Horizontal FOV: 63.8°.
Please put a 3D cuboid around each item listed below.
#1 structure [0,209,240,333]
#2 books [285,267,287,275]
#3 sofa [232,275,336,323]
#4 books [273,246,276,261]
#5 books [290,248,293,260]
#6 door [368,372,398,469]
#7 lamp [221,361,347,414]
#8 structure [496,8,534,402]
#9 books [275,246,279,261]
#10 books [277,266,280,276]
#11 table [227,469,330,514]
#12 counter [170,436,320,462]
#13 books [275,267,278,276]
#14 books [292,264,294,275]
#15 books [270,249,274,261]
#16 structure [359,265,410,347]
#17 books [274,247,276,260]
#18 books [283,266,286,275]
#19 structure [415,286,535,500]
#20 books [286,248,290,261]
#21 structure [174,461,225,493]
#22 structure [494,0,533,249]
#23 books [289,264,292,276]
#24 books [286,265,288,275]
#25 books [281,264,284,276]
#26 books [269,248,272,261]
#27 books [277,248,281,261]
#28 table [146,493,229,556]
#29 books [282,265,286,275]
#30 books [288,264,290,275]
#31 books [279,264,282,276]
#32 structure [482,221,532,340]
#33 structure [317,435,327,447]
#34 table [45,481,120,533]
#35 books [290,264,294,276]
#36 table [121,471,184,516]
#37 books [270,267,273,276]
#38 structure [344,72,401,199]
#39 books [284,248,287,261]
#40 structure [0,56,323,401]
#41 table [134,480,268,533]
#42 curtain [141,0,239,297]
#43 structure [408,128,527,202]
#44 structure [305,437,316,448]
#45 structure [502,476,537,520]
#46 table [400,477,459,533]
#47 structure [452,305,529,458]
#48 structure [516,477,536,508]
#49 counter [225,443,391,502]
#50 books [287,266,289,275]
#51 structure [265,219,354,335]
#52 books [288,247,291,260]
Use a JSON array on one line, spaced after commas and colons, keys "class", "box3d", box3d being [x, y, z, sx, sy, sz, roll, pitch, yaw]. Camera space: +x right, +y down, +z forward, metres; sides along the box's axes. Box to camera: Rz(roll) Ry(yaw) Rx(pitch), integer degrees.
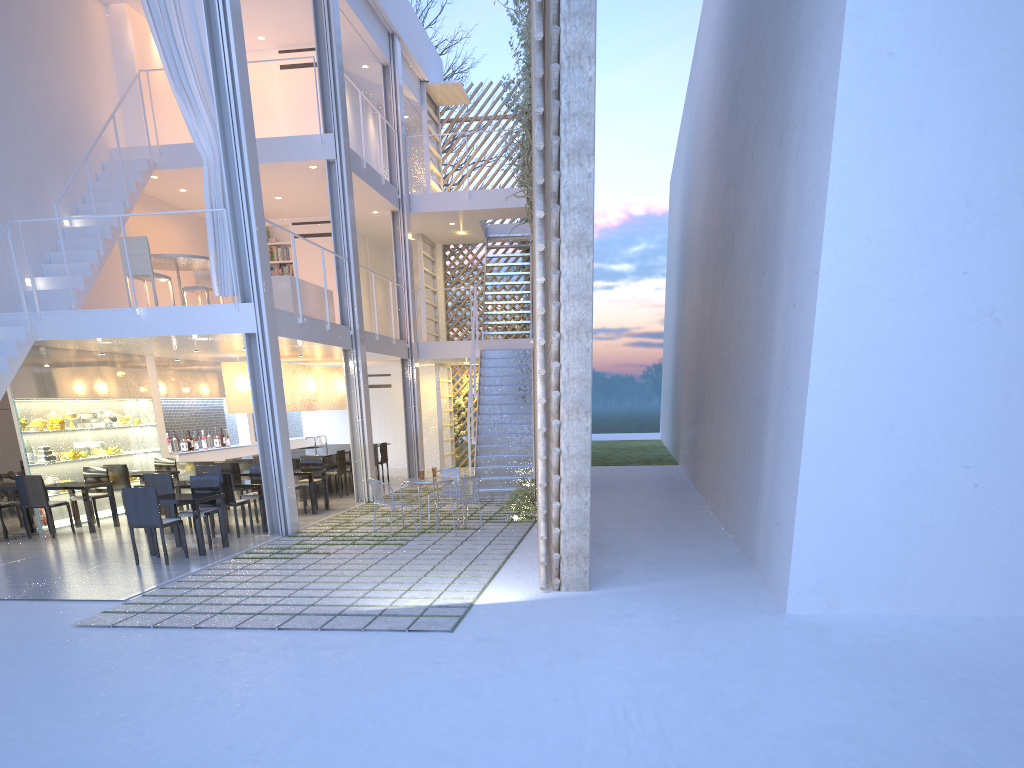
[{"class": "structure", "box3d": [-2.420, -0.089, 4.536, 1.366, 1.935, 1.322, 0, 12, 8]}, {"class": "books", "box3d": [-2.313, -1.140, 8.503, 0.018, 0.131, 0.078, 1, 13, 8]}, {"class": "sofa", "box3d": [-1.878, -0.631, 6.862, 0.500, 0.395, 0.921, 0, 2, 8]}, {"class": "books", "box3d": [-2.886, -0.536, 7.178, 0.023, 1.815, 3.314, 5, 5, 17]}, {"class": "books", "box3d": [-2.805, -0.542, 7.145, 0.038, 1.763, 3.399, 6, 5, 20]}, {"class": "door", "box3d": [-2.666, 0.460, 8.228, 0.475, 1.264, 5.200, 5, 2, 21]}, {"class": "lamp", "box3d": [-2.142, 0.049, 8.211, 0.448, 0.451, 2.161, 0, 0, 8]}, {"class": "structure", "box3d": [0.299, -1.678, 10.540, 1.118, 4.886, 3.020, 1, 13, 6]}, {"class": "books", "box3d": [-2.883, -0.537, 7.178, 0.023, 1.816, 3.320, 5, 5, 18]}, {"class": "books", "box3d": [-2.395, -1.141, 8.511, 0.015, 0.136, 0.081, 2, 13, 8]}, {"class": "table", "box3d": [-1.971, 0.868, 6.624, 0.916, 0.359, 0.325, -1, 9, 8]}, {"class": "counter", "box3d": [-2.863, 0.890, 9.179, 0.233, 0.462, 3.408, 1, 0, 8]}, {"class": "books", "box3d": [-2.413, -1.139, 8.513, 0.021, 0.133, 0.084, 1, 13, 8]}, {"class": "books", "box3d": [-2.242, -1.154, 8.490, 0.020, 0.157, 0.076, 1, 15, 8]}, {"class": "books", "box3d": [-2.918, -0.523, 7.184, 0.030, 1.789, 3.322, 5, 5, 17]}, {"class": "structure", "box3d": [-1.174, -0.680, 7.540, 0.028, 0.591, 1.593, 2, 2, 8]}, {"class": "books", "box3d": [-2.894, -0.534, 7.179, 0.023, 1.811, 3.322, 5, 5, 18]}, {"class": "books", "box3d": [-2.331, -1.142, 8.501, 0.015, 0.134, 0.085, 2, 13, 8]}, {"class": "structure", "box3d": [-0.391, 0.028, 7.793, 1.186, 2.117, 1.806, -1, 10, 1]}, {"class": "books", "box3d": [-2.829, -0.546, 7.156, 0.045, 1.754, 3.376, 6, 5, 20]}, {"class": "structure", "box3d": [-2.814, 0.882, 7.399, 0.556, 0.401, 0.011, -1, 18, 7]}, {"class": "structure", "box3d": [0.226, -2.170, 5.597, 0.744, 2.938, 2.164, -1, 11, -1]}, {"class": "books", "box3d": [-2.268, -1.152, 8.492, 0.010, 0.152, 0.081, 2, 14, 8]}, {"class": "books", "box3d": [-2.300, -1.148, 8.494, 0.008, 0.145, 0.087, 2, 13, 8]}, {"class": "books", "box3d": [-2.359, -1.156, 8.505, 0.011, 0.166, 0.075, 2, 15, 8]}, {"class": "books", "box3d": [-2.921, -0.540, 7.138, 0.123, 1.759, 3.395, 4, 5, 17]}, {"class": "books", "box3d": [-2.857, -0.541, 7.146, 0.034, 1.760, 3.377, 5, 5, 18]}, {"class": "table", "box3d": [-1.938, 0.834, 4.898, 0.359, 0.359, 0.325, 0, 10, 8]}, {"class": "books", "box3d": [-2.345, -1.150, 8.507, 0.015, 0.154, 0.072, 2, 15, 8]}, {"class": "books", "box3d": [-2.285, -1.154, 8.493, 0.009, 0.157, 0.082, 2, 14, 8]}, {"class": "books", "box3d": [-2.380, -1.155, 8.505, 0.015, 0.165, 0.079, 2, 15, 8]}, {"class": "structure", "box3d": [-0.046, -1.404, 9.137, 0.537, 2.036, 1.147, 0, 13, 2]}, {"class": "structure", "box3d": [-2.096, 0.629, 9.061, 0.113, 0.134, 0.031, 0, 17, 7]}, {"class": "table", "box3d": [-3.083, 0.880, 5.888, 0.359, 0.359, 0.325, 0, 10, 8]}, {"class": "books", "box3d": [-2.257, -1.154, 8.491, 0.011, 0.157, 0.078, 2, 15, 8]}, {"class": "table", "box3d": [-2.959, 0.894, 6.755, 0.359, 0.359, 0.325, 0, 10, 8]}, {"class": "books", "box3d": [-2.496, -1.140, 8.533, 0.021, 0.141, 0.064, 1, 15, 8]}, {"class": "structure", "box3d": [-1.203, -2.098, 7.070, 0.028, 0.591, 1.593, 2, 2, 8]}, {"class": "books", "box3d": [-2.849, -0.540, 7.142, 0.037, 1.765, 3.405, 6, 5, 20]}, {"class": "structure", "box3d": [-2.516, -0.691, 5.041, 1.730, 3.573, 3.380, 1, 9, 8]}, {"class": "table", "box3d": [-2.095, 0.854, 5.757, 0.916, 0.359, 0.325, -1, 9, 8]}, {"class": "curtain", "box3d": [-1.915, -1.779, 4.705, 0.516, 2.616, 0.087, 0, 18, 4]}, {"class": "structure", "box3d": [-0.428, -2.097, 7.916, 1.140, 0.617, 0.024, -1, 18, 7]}, {"class": "structure", "box3d": [-2.141, 0.624, 8.747, 0.113, 0.134, 0.031, 0, 17, 7]}, {"class": "structure", "box3d": [0.078, 0.826, 5.954, 0.295, 0.350, 0.291, -3, 10, -7]}, {"class": "table", "box3d": [-0.561, 0.813, 5.568, 0.341, 0.361, 0.329, -7, 11, -29]}, {"class": "structure", "box3d": [-0.304, 0.055, 10.393, 1.144, 2.160, 0.262, 1, 18, 7]}, {"class": "structure", "box3d": [0.147, 0.871, 6.569, 0.265, 0.282, 0.243, 1, 10, 15]}, {"class": "counter", "box3d": [-1.967, 0.877, 8.468, 0.815, 0.400, 2.361, -1, 0, 8]}, {"class": "books", "box3d": [-2.293, -1.145, 8.494, 0.005, 0.139, 0.087, 2, 13, 8]}, {"class": "structure", "box3d": [-1.421, -0.708, 5.826, 0.028, 0.591, 1.591, 2, 2, 8]}, {"class": "books", "box3d": [-2.826, -0.531, 7.150, 0.036, 1.792, 3.400, 6, 6, 20]}]
